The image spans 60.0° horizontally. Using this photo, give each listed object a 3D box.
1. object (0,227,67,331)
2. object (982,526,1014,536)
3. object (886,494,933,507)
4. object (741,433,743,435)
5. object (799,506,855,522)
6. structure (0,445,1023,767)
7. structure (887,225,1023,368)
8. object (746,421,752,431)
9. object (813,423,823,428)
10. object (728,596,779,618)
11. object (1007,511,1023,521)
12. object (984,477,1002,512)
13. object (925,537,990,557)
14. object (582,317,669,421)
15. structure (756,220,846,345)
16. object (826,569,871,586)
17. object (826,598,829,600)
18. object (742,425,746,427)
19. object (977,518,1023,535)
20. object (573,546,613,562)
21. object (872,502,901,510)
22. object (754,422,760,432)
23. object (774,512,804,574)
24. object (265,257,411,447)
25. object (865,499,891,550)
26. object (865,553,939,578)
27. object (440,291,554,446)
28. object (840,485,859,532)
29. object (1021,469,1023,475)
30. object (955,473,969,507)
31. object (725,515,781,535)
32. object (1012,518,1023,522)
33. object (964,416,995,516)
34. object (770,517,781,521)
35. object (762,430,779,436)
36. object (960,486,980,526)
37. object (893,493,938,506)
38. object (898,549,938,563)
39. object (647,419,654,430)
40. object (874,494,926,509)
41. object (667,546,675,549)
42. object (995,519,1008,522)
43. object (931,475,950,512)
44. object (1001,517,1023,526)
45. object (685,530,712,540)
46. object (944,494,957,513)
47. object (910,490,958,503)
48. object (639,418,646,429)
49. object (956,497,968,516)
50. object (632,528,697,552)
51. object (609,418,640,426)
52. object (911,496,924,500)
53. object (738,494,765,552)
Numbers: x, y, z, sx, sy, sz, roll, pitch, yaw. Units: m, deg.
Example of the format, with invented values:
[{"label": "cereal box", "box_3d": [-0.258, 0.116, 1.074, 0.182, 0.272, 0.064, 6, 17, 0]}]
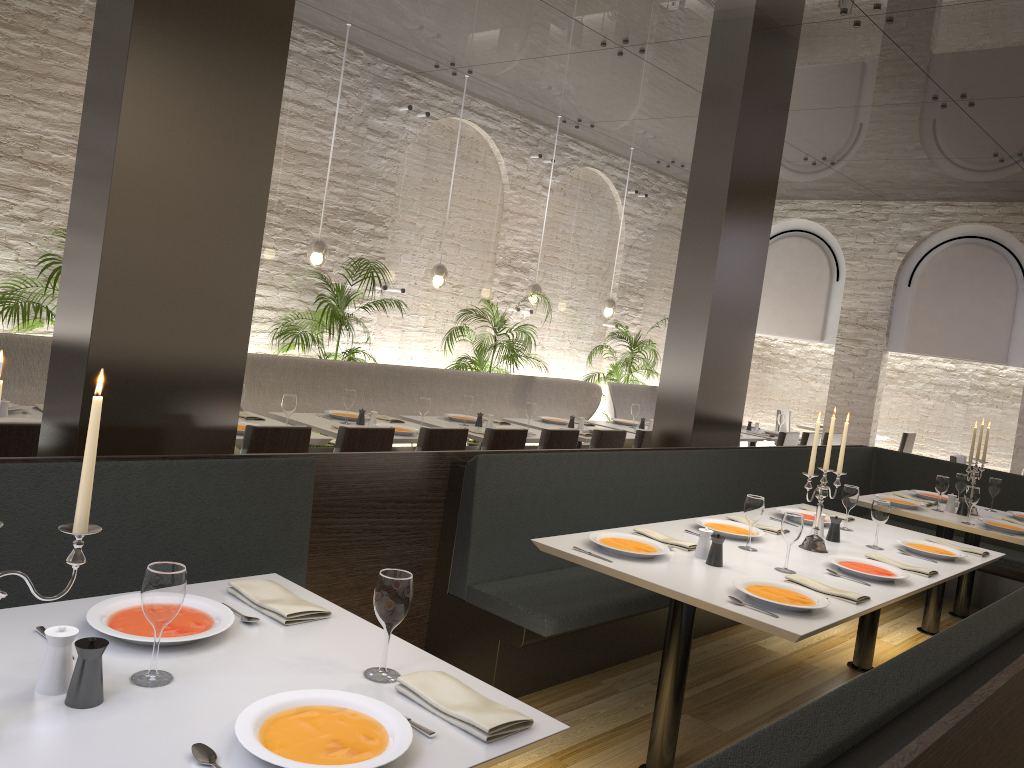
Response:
[{"label": "object", "box_3d": [-2.943, -0.220, 6.033, 1.186, 1.973, 1.148, 8, 2, -18]}, {"label": "object", "box_3d": [2.893, 0.876, 5.277, 0.182, 0.015, 0.038, 12, 5, 43]}, {"label": "object", "box_3d": [2.716, 0.799, 6.062, 0.274, 0.033, 0.142, 11, 5, 42]}, {"label": "object", "box_3d": [2.248, 0.515, 9.255, 0.321, 0.036, 0.322, 7, 4, -11]}, {"label": "object", "box_3d": [1.775, 0.734, 5.001, 0.274, 0.033, 0.142, 11, 5, 42]}, {"label": "structure", "box_3d": [0.252, 0.929, 2.828, 2.380, 0.999, 10.724, 11, 5, 41]}, {"label": "structure", "box_3d": [5.571, -1.129, 10.902, 1.639, 1.673, 0.097, 10, 2, 42]}, {"label": "object", "box_3d": [2.748, 0.481, 10.250, 0.059, 0.109, 0.059, 8, 2, -13]}, {"label": "object", "box_3d": [4.457, 0.608, 12.651, 0.321, 0.036, 0.322, 7, 4, -13]}, {"label": "object", "box_3d": [0.789, 0.731, 2.906, 0.182, 0.015, 0.038, 12, 5, 43]}, {"label": "object", "box_3d": [3.510, 0.911, 5.967, 0.321, 0.036, 0.322, 8, 4, 0]}, {"label": "object", "box_3d": [3.369, 0.776, 6.200, 0.086, 0.230, 0.086, 8, 2, 12]}, {"label": "object", "box_3d": [2.282, 0.836, 4.543, 0.274, 0.033, 0.142, 11, 5, 42]}, {"label": "object", "box_3d": [1.424, 0.083, 10.937, 1.148, 1.973, 1.187, 9, 2, 22]}, {"label": "structure", "box_3d": [3.906, -1.467, 12.407, 1.639, 1.673, 0.097, 10, 2, 42]}, {"label": "object", "box_3d": [1.334, 0.768, 3.520, 0.182, 0.015, 0.038, 12, 5, 43]}, {"label": "object", "box_3d": [1.052, 0.751, 3.202, 0.186, 0.010, 0.017, 11, 5, 42]}, {"label": "object", "box_3d": [2.607, 0.487, 10.464, 0.321, 0.036, 0.322, 7, 4, -11]}, {"label": "object", "box_3d": [3.016, 0.877, 5.410, 0.322, 0.036, 0.321, 9, 4, 17]}, {"label": "object", "box_3d": [0.304, 0.637, 3.315, 0.186, 0.010, 0.017, 11, 5, 42]}, {"label": "object", "box_3d": [2.407, 0.782, 5.686, 0.186, 0.010, 0.017, 11, 5, 42]}, {"label": "object", "box_3d": [2.830, 0.494, 10.237, 0.059, 0.109, 0.059, 8, 2, -13]}, {"label": "object", "box_3d": [1.099, 0.628, 3.507, 0.086, 0.230, 0.087, 8, 2, -6]}, {"label": "object", "box_3d": [-1.546, -0.123, 7.608, 1.186, 1.973, 1.148, 8, 2, -18]}, {"label": "object", "box_3d": [1.759, 0.673, 4.252, 0.086, 0.230, 0.086, 7, 2, -36]}, {"label": "object", "box_3d": [1.713, 0.797, 3.902, 0.274, 0.033, 0.142, 11, 5, 42]}, {"label": "object", "box_3d": [-0.217, -0.032, 9.110, 1.144, 1.973, 1.190, 8, 2, -8]}, {"label": "object", "box_3d": [1.760, 0.648, 4.637, 0.086, 0.230, 0.086, 7, 2, -36]}, {"label": "object", "box_3d": [4.304, 0.830, 7.420, 0.086, 0.230, 0.087, 8, 2, -18]}, {"label": "object", "box_3d": [3.122, 0.742, 6.172, 0.086, 0.230, 0.086, 8, 2, -12]}, {"label": "object", "box_3d": [1.207, 0.694, 4.360, 0.274, 0.033, 0.142, 11, 5, 42]}, {"label": "object", "box_3d": [3.387, 0.910, 5.835, 0.182, 0.015, 0.038, 12, 5, 43]}, {"label": "object", "box_3d": [3.088, 0.540, 5.894, 0.389, 0.656, 0.132, 7, 2, -38]}, {"label": "object", "box_3d": [1.417, 0.714, 4.570, 0.186, 0.010, 0.017, 11, 5, 42]}, {"label": "object", "box_3d": [3.002, 0.567, 10.105, 0.321, 0.036, 0.322, 7, 4, -11]}, {"label": "object", "box_3d": [2.819, 0.747, 5.448, 0.086, 0.230, 0.086, 8, 2, -12]}, {"label": "object", "box_3d": [2.818, 0.806, 6.177, 0.274, 0.033, 0.142, 11, 5, 42]}, {"label": "object", "box_3d": [1.903, 0.808, 4.161, 0.182, 0.015, 0.038, 12, 5, 43]}, {"label": "object", "box_3d": [1.346, 0.391, 8.564, 0.059, 0.109, 0.059, 8, 2, -13]}, {"label": "object", "box_3d": [2.550, 0.783, 5.834, 0.322, 0.036, 0.321, 9, 4, 17]}, {"label": "object", "box_3d": [0.590, 0.654, 3.636, 0.182, 0.015, 0.038, 12, 5, 43]}, {"label": "object", "box_3d": [3.219, 0.901, 5.599, 0.274, 0.033, 0.142, 11, 5, 42]}, {"label": "object", "box_3d": [2.821, 0.722, 5.833, 0.086, 0.230, 0.086, 8, 2, -12]}, {"label": "object", "box_3d": [3.321, 0.908, 5.715, 0.274, 0.033, 0.142, 11, 5, 42]}, {"label": "object", "box_3d": [0.848, 0.675, 3.929, 0.186, 0.010, 0.017, 11, 5, 42]}, {"label": "object", "box_3d": [2.914, 0.789, 5.878, 0.068, 0.126, 0.069, 8, 2, -7]}, {"label": "object", "box_3d": [3.044, 0.817, 6.391, 0.323, 0.036, 0.321, 11, 5, 37]}, {"label": "object", "box_3d": [1.264, 0.379, 8.576, 0.059, 0.109, 0.059, 8, 2, -13]}, {"label": "object", "box_3d": [2.957, 0.800, 5.807, 0.068, 0.126, 0.069, 8, 2, -7]}, {"label": "object", "box_3d": [0.662, 0.657, 3.746, 0.274, 0.033, 0.142, 11, 5, 42]}, {"label": "object", "box_3d": [1.123, 0.384, 8.791, 0.321, 0.036, 0.322, 7, 4, -11]}, {"label": "object", "box_3d": [2.919, 0.818, 6.264, 0.186, 0.010, 0.017, 11, 5, 42]}, {"label": "object", "box_3d": [1.033, 0.598, 3.816, 0.086, 0.230, 0.086, 10, 2, 42]}]
